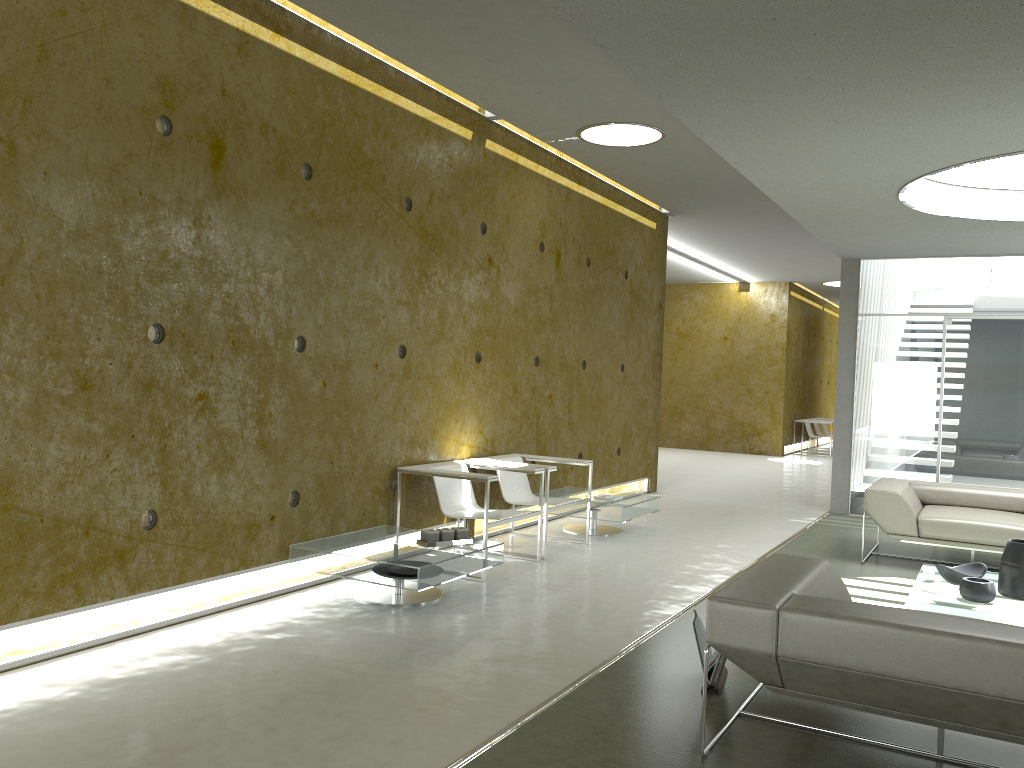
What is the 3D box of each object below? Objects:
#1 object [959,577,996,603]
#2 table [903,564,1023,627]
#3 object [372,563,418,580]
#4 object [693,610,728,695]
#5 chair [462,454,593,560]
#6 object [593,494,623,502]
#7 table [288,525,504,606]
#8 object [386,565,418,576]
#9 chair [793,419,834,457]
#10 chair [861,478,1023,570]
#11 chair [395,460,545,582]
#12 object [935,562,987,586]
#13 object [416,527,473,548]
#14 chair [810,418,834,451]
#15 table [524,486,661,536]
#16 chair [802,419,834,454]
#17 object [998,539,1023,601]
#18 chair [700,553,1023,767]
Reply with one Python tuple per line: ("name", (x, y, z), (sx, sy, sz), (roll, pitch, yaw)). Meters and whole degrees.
("object", (2.532, 1.123, 4.825), (0.177, 0.113, 0.177), (2, 1, 10))
("table", (2.678, 1.284, 4.970), (0.790, 0.200, 1.500), (3, 1, 29))
("object", (-0.587, 1.054, 4.979), (0.394, 0.027, 0.394), (2, 1, 12))
("object", (0.889, 1.176, 3.929), (0.216, 0.288, 0.329), (3, 1, 19))
("chair", (0.129, 0.926, 6.908), (0.710, 0.667, 0.800), (3, 1, 29))
("object", (0.815, 0.967, 7.523), (0.197, 0.029, 0.189), (3, 1, 29))
("table", (-0.665, 1.092, 5.233), (0.900, 0.300, 0.900), (3, 1, 29))
("object", (-0.587, 1.051, 4.979), (0.239, 0.027, 0.239), (2, 1, -44))
("chair", (6.048, 1.069, 17.642), (0.710, 0.667, 0.800), (3, 1, 29))
("chair", (3.543, 1.111, 6.802), (1.481, 0.583, 1.039), (3, 1, 29))
("chair", (-0.284, 0.916, 6.158), (0.710, 0.667, 0.800), (3, 1, 29))
("object", (2.636, 1.118, 5.207), (0.317, 0.125, 0.223), (2, 1, -24))
("object", (-0.399, 0.904, 5.286), (0.326, 0.097, 0.118), (2, 1, -36))
("chair", (6.874, 1.089, 19.142), (0.710, 0.667, 0.800), (3, 1, 29))
("table", (0.710, 1.126, 7.727), (0.900, 0.300, 0.900), (3, 1, 29))
("chair", (6.461, 1.079, 18.392), (0.710, 0.667, 0.800), (3, 1, 29))
("object", (2.875, 1.037, 4.962), (0.265, 0.309, 0.265), (2, 1, 12))
("chair", (1.564, 1.063, 3.213), (1.481, 0.583, 1.039), (3, 1, 29))
